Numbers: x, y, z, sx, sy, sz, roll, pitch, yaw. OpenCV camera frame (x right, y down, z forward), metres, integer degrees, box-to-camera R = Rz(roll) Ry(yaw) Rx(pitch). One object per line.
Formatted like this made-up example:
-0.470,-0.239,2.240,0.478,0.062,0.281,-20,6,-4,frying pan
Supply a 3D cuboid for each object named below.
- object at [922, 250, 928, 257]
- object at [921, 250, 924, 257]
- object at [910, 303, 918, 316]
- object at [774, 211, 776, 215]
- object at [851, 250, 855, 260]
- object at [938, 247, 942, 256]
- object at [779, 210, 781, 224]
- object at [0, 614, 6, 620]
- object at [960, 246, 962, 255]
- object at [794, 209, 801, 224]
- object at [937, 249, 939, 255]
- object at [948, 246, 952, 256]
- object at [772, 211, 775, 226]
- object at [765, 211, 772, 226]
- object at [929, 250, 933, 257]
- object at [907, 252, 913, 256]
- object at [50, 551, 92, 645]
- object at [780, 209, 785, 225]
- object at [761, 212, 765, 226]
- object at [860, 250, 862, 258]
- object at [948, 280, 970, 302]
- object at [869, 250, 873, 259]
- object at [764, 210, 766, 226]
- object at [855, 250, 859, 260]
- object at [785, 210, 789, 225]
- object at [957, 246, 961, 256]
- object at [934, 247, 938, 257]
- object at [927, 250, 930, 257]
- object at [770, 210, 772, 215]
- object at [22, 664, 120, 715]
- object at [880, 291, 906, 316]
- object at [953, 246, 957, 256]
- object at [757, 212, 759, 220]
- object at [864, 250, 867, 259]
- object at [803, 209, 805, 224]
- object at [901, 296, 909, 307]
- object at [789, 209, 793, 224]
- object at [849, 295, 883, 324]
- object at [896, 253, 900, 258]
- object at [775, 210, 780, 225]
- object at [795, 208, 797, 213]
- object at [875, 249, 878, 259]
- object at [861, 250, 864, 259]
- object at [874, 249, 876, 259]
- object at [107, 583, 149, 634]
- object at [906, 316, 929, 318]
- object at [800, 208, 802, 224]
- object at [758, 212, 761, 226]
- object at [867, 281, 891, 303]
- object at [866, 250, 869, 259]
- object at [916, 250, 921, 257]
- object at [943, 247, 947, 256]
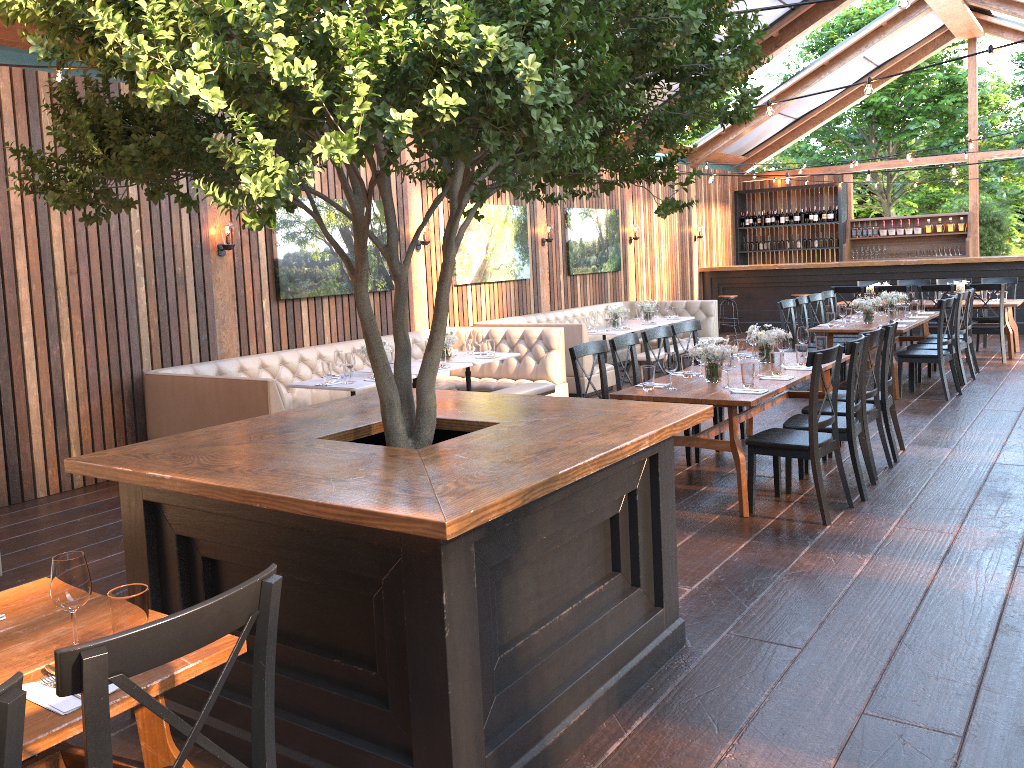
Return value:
7.971,-2.519,17.072,0.097,0.134,0.098,-1,6,21,object
8.002,-2.541,17.213,0.097,0.134,0.098,-1,6,21,object
4.720,-0.871,10.382,0.092,0.157,0.092,-6,6,-29,object
5.536,-3.485,18.610,0.075,0.301,0.075,-6,6,-38,object
6.810,-2.576,17.673,0.070,0.184,0.070,1,6,39,object
8.109,-2.506,16.754,0.073,0.180,0.074,-2,5,9,object
5.628,-3.481,18.514,0.136,0.314,0.137,-3,5,-4,object
-1.490,0.640,2.402,0.255,0.019,0.158,3,10,35,object
8.419,-2.505,16.638,0.073,0.180,0.074,-2,5,9,object
5.883,-3.456,18.251,0.136,0.314,0.137,-3,5,-4,object
8.158,-2.512,16.956,0.097,0.134,0.098,-1,6,21,object
8.250,-2.501,16.669,0.073,0.180,0.074,-2,5,9,object
5.469,-3.469,18.509,0.077,0.305,0.077,-6,6,-39,object
5.395,-3.482,18.602,0.136,0.314,0.137,-3,5,-4,object
8.073,-2.517,17.023,0.097,0.134,0.098,-1,6,21,object
7.753,-2.516,17.246,0.124,0.096,0.124,-9,9,-44,object
-1.077,0.540,2.169,0.092,0.243,0.093,-3,5,-7,object
5.615,-3.471,18.382,0.087,0.333,0.088,-2,5,15,object
5.273,-3.472,18.608,0.075,0.301,0.075,-6,6,-38,object
6.980,-2.582,17.660,0.070,0.184,0.070,1,6,39,object
6.213,-1.289,12.271,0.329,0.308,0.337,-5,7,-22,object
7.090,-2.560,17.463,0.070,0.184,0.070,1,6,39,object
5.351,-3.508,18.728,0.087,0.333,0.088,-2,5,15,object
6.876,-2.572,17.619,0.070,0.184,0.070,1,6,39,object
5.714,-3.463,18.362,0.078,0.310,0.078,0,5,30,object
8.368,-2.493,16.574,0.073,0.180,0.074,-2,5,9,object
8.048,-2.511,16.807,0.073,0.180,0.074,-2,5,9,object
8.091,-2.534,17.134,0.097,0.134,0.098,-1,6,21,object
5.477,-3.505,18.695,0.081,0.322,0.081,-2,5,13,object
-1.005,0.675,1.996,0.255,0.019,0.158,3,10,35,object
4.576,-0.979,10.658,0.329,0.308,0.338,-3,6,2,object
8.325,-2.500,16.637,0.073,0.180,0.074,-2,5,9,object
5.250,-3.499,18.779,0.077,0.307,0.078,-2,5,13,object
7.052,-2.580,17.617,0.070,0.184,0.070,1,6,39,object
6.015,-3.459,18.250,0.077,0.305,0.077,-6,6,-39,object
4.608,-0.908,10.375,0.092,0.243,0.092,-4,5,-13,object
5.763,-3.452,18.274,0.077,0.307,0.078,-2,5,13,object
3.942,-0.829,9.823,0.337,0.308,0.330,-5,7,-21,object
7.626,-2.544,17.482,0.124,0.096,0.124,-9,9,-44,object
5.528,-3.470,18.435,0.081,0.322,0.081,-2,5,13,object
5.902,-3.485,18.379,0.087,0.333,0.088,-2,5,15,object
7.177,-2.558,17.421,0.070,0.184,0.070,1,6,39,object
6.958,-2.568,17.565,0.070,0.184,0.070,1,6,39,object
7.195,-2.571,17.510,0.070,0.184,0.070,1,6,39,object
-0.928,0.579,2.152,0.092,0.157,0.092,-1,6,21,object
4.674,-0.777,10.229,0.255,0.019,0.158,3,10,35,object
5.990,-3.478,18.334,0.081,0.322,0.081,-2,5,13,object
5.228,-3.486,18.689,0.078,0.310,0.078,0,5,30,object
5.355,-1.335,12.881,0.336,0.308,0.331,-3,6,0,object
7.041,-2.567,17.532,0.070,0.184,0.070,1,6,39,object
7.874,-2.525,17.146,0.097,0.134,0.098,-1,6,21,object
8.183,-2.504,16.715,0.073,0.180,0.074,-2,5,9,object
